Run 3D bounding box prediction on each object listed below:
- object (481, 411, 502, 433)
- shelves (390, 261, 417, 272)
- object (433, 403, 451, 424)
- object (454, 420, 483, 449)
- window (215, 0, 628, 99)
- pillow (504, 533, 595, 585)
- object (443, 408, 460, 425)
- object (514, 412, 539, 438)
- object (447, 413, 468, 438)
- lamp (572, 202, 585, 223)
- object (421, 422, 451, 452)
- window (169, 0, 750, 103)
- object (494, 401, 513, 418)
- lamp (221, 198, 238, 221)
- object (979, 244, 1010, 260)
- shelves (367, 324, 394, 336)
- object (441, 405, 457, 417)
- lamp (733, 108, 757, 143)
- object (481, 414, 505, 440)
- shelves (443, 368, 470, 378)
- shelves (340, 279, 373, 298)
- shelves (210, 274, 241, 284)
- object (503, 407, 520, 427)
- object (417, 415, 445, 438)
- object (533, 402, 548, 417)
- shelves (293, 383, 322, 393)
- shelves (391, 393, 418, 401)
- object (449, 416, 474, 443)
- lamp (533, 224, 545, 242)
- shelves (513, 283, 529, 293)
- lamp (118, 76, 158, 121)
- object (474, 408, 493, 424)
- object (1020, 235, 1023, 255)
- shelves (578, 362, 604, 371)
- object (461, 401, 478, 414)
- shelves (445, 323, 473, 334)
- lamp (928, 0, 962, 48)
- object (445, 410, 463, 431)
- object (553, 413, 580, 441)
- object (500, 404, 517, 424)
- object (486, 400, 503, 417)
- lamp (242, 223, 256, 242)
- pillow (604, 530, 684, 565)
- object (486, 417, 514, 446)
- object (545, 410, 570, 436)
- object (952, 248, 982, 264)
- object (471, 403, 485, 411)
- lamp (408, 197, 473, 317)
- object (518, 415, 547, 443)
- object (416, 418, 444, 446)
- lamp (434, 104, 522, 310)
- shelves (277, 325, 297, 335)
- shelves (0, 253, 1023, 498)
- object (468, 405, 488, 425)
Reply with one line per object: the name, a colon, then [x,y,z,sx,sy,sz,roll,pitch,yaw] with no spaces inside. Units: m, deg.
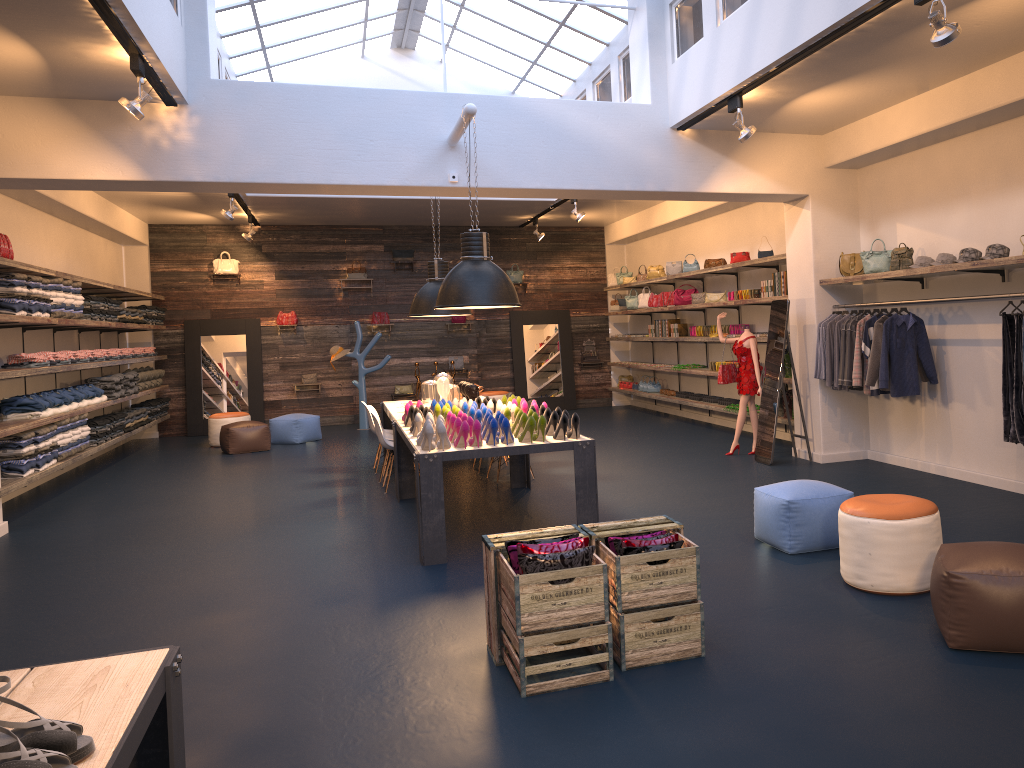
object: [-0.157,0.297,6.647,0.213,0.195,0.229,-3,2,-17]
shelves: [-1.945,-2.108,15.589,0.475,0.179,0.233,-3,2,-18]
object: [-0.612,0.257,7.604,0.210,0.195,0.233,-3,2,-11]
object: [-0.299,0.340,6.026,0.213,0.195,0.229,-3,2,-17]
window: [0.170,-4.081,3.928,4.528,0.837,17.911,-3,3,-12]
pillow: [0.162,0.853,3.918,0.375,0.349,0.416,-3,2,-15]
object: [-0.489,0.285,7.061,0.211,0.195,0.231,-3,2,-15]
object: [0.117,0.300,6.440,0.211,0.195,0.231,-3,2,-15]
object: [-0.401,0.312,6.548,0.209,0.195,0.234,-2,2,-10]
lamp: [0.971,-2.507,12.732,0.224,0.327,0.193,-2,1,28]
object: [-0.522,0.353,5.938,0.209,0.195,0.234,-2,2,-9]
window: [-0.441,-3.313,7.265,4.694,0.652,10.801,-3,3,-12]
object: [-0.071,0.243,7.503,0.211,0.195,0.231,-3,2,-15]
lamp: [-3.650,-2.246,11.207,0.224,0.327,0.193,-2,1,28]
object: [3.955,-1.079,7.119,0.243,0.136,0.172,-2,2,4]
shelves: [-2.331,-0.957,15.435,0.475,0.210,0.233,-3,2,-18]
object: [-0.534,0.270,7.336,0.211,0.195,0.231,-3,2,-15]
lamp: [2.005,-2.235,7.551,0.233,0.327,0.186,-2,1,12]
object: [-0.125,0.311,6.397,0.211,0.195,0.231,-3,2,-15]
shelves: [-1.011,-0.184,15.883,0.475,0.183,0.233,-3,2,-18]
shelves: [-2.734,-1.686,15.307,0.587,0.317,0.232,-3,1,-18]
shelves: [-4.805,-1.764,14.591,0.475,0.157,0.233,-3,3,-18]
object: [-0.010,0.274,6.940,0.211,0.195,0.231,-3,2,-15]
object: [-0.600,0.324,6.476,0.217,0.195,0.224,-3,2,-28]
object: [0.212,0.244,7.306,0.213,0.195,0.229,-3,2,-18]
shelves: [-3.531,0.069,15.003,0.475,0.143,0.233,-3,3,-18]
shelves: [-1.923,0.251,15.557,0.475,0.157,0.233,-3,3,-18]
object: [-0.356,0.326,6.293,0.211,0.195,0.231,-3,2,-15]
lamp: [0.470,-2.638,15.231,0.224,0.327,0.193,-2,1,28]
shelves: [0.071,-1.796,16.285,0.475,0.177,0.233,-3,2,-18]
lamp: [-2.612,-1.975,6.045,0.166,0.327,0.261,-1,1,44]
object: [-0.233,0.286,6.884,0.211,0.195,0.231,-3,2,-15]
object: [4.084,-1.072,6.643,0.341,0.174,0.245,-1,3,26]
shelves: [1.529,-0.336,16.772,0.475,0.157,0.233,-3,3,-18]
object: [-0.382,0.244,7.681,0.211,0.195,0.231,-3,2,-15]
shelves: [-0.966,-1.023,15.933,0.521,0.184,0.191,-3,2,-18]
lamp: [2.512,-2.103,5.042,0.168,0.327,0.258,-2,1,31]
object: [-0.440,0.299,6.799,0.207,0.195,0.236,-2,2,-7]
object: [0.398,0.300,6.259,0.211,0.195,0.231,-3,2,-15]
object: [-0.034,0.258,7.235,0.211,0.195,0.231,-3,2,-15]
object: [-0.170,0.233,7.730,0.213,0.195,0.228,-3,2,-19]
lamp: [-4.148,-2.376,13.688,0.224,0.327,0.193,-2,1,28]
pillow: [0.615,0.856,4.175,0.324,0.319,0.437,-3,2,-14]
object: [-0.087,0.326,6.120,0.207,0.195,0.236,-2,2,-7]
object: [0.342,0.286,6.522,0.211,0.195,0.231,-3,2,-15]
object: [3.894,-1.095,7.426,0.243,0.136,0.172,-2,2,4]
object: [-0.300,0.256,7.430,0.211,0.195,0.231,-3,2,-15]
lamp: [-0.825,-1.572,9.554,0.663,1.646,0.736,-2,1,21]
object: [0.151,0.314,6.179,0.215,0.195,0.227,-3,2,-22]
object: [-0.575,0.339,6.206,0.215,0.195,0.226,-3,2,-23]
lamp: [-0.312,-1.438,7.004,0.747,1.646,0.652,-2,1,-24]
shelves: [-3.851,-0.933,14.906,0.320,0.157,0.233,-3,3,-16]
shelves: [-0.378,-0.118,7.654,9.055,2.226,16.067,-3,3,-13]
object: [-0.280,0.270,7.176,0.218,0.195,0.231,-3,2,-15]
